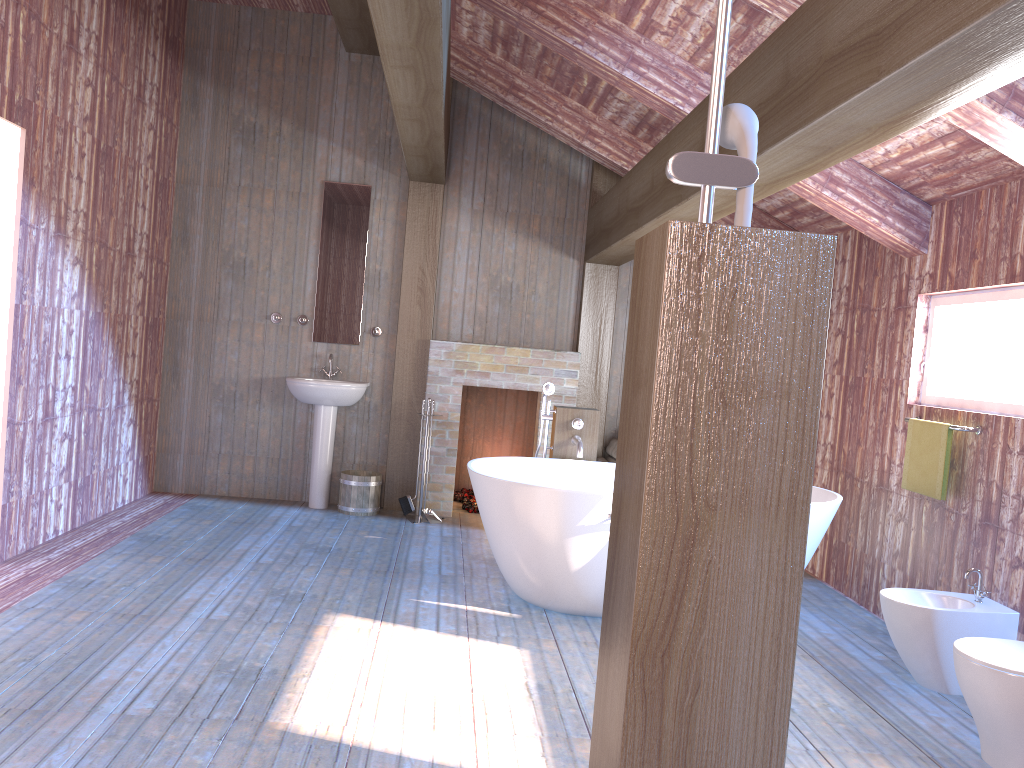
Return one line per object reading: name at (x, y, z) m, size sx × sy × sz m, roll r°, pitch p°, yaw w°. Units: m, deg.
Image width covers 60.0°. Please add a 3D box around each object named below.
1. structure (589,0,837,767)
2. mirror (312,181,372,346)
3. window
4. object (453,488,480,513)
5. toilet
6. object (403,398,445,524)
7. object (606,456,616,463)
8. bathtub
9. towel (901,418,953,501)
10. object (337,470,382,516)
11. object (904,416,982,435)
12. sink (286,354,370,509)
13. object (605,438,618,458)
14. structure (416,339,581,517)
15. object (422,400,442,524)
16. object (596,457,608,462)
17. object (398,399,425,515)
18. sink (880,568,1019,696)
structure at (0.348, 0.146, 1.555) m, size 0.328 × 2.209 × 0.522 m, roll 5°, pitch 2°, yaw 17°
mirror at (-1.271, -0.899, 6.632) m, size 0.350 × 1.199 × 0.009 m, roll 5°, pitch 2°, yaw -4°
window at (2.249, -0.152, 4.082) m, size 0.054 × 0.587 × 1.255 m, roll 5°, pitch 2°, yaw -3°
object at (-0.107, 0.968, 7.371) m, size 0.829 × 0.085 × 0.935 m, roll 4°, pitch 2°, yaw -22°
toilet at (1.748, 1.113, 2.982) m, size 0.534 × 0.400 × 0.375 m, roll 5°, pitch 2°, yaw -3°
object at (-0.657, 0.538, 6.424) m, size 0.276 × 0.888 × 0.333 m, roll 6°, pitch 3°, yaw 38°
object at (0.794, 0.628, 6.593) m, size 0.137 × 0.133 × 0.437 m, roll 5°, pitch 2°, yaw -6°
bathtub at (0.724, 0.612, 4.691) m, size 1.935 × 1.109 × 1.460 m, roll 6°, pitch 2°, yaw 18°
towel at (2.018, 0.359, 4.316) m, size 0.032 × 0.361 × 0.370 m, roll 5°, pitch 2°, yaw -4°
object at (-1.112, 0.796, 6.480) m, size 0.309 × 0.290 × 0.308 m, roll 5°, pitch 2°, yaw 6°
object at (2.068, 0.196, 4.308) m, size 0.091 × 0.043 × 0.581 m, roll 5°, pitch 2°, yaw -4°
sink at (-1.377, 0.349, 6.468) m, size 0.582 × 1.143 × 0.475 m, roll 5°, pitch 2°, yaw -5°
object at (0.810, 0.498, 6.600) m, size 0.139 × 0.137 × 0.455 m, roll 5°, pitch 2°, yaw -6°
structure at (-0.109, 0.372, 6.697) m, size 1.130 × 1.330 × 0.226 m, roll 5°, pitch 2°, yaw -4°
object at (-0.577, 0.549, 6.367) m, size 0.206 × 0.871 × 0.126 m, roll 6°, pitch 3°, yaw 39°
object at (0.692, 0.613, 6.638) m, size 0.101 × 0.103 × 0.242 m, roll 5°, pitch 2°, yaw -3°
object at (-0.723, 0.524, 6.368) m, size 0.136 × 0.846 × 0.062 m, roll 4°, pitch 2°, yaw -23°
sink at (1.819, 1.030, 3.771) m, size 0.515 × 0.517 × 0.335 m, roll 5°, pitch 2°, yaw -3°
